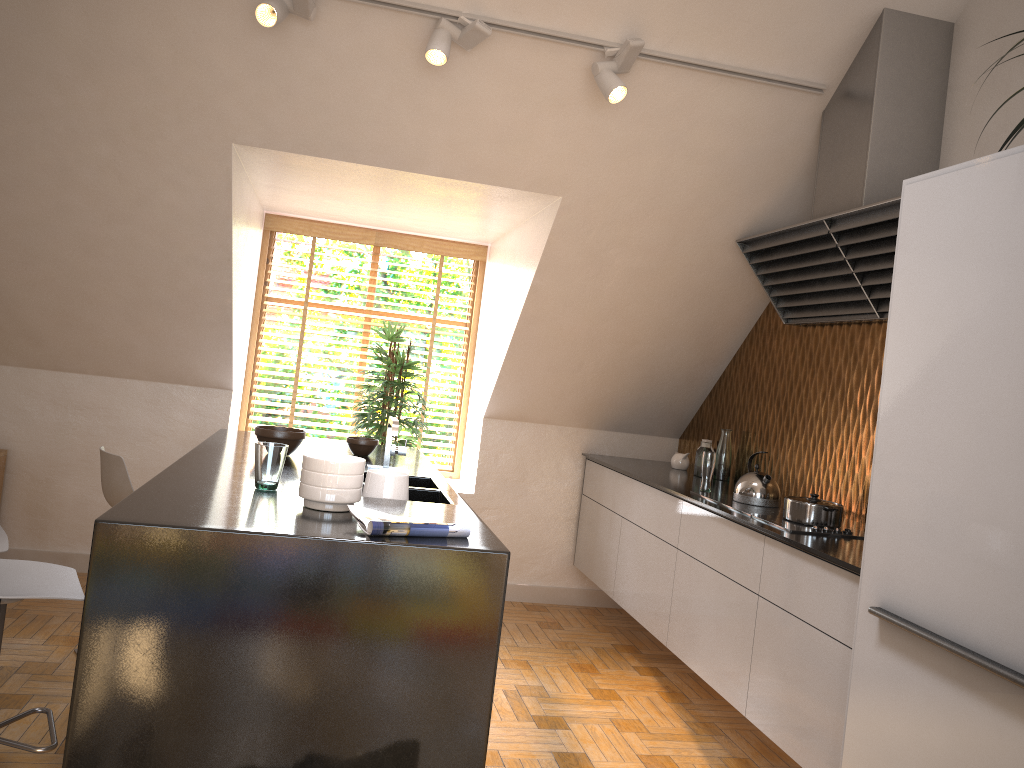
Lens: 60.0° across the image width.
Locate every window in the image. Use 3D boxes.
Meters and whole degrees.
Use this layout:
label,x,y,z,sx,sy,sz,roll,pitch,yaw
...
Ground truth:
label,x,y,z,sx,sy,sz,roll,pitch,yaw
window,-2.165,-1.130,1.205,7.775,4.470,8.635,7,0,-12

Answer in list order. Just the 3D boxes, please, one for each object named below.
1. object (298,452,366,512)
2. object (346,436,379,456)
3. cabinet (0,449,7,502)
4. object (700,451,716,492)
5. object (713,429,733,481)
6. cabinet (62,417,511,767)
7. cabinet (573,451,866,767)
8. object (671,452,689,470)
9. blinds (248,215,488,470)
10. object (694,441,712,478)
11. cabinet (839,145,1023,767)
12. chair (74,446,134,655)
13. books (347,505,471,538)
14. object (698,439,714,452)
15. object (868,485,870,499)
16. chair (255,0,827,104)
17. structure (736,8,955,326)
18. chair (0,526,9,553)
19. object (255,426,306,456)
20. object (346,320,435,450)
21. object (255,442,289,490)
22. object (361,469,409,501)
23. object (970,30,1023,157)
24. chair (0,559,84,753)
label,x,y,z,sx,sy,sz,roll,pitch,yaw
object,-0.528,0.287,2.595,0.181,0.147,0.181,7,0,-14
object,-0.680,0.285,4.013,0.145,0.075,0.146,7,0,-43
cabinet,-3.549,0.580,4.296,1.756,0.634,0.597,7,0,-11
object,0.906,0.407,4.109,0.062,0.184,0.062,7,-1,-22
object,1.146,0.381,4.790,0.088,0.274,0.089,8,-2,-34
cabinet,-0.774,0.674,3.350,0.999,1.136,2.438,7,0,-12
cabinet,1.015,0.740,3.974,0.623,0.916,3.092,7,1,-12
object,0.973,0.439,5.123,0.107,0.106,0.178,7,0,15
blinds,-0.951,-0.244,5.734,1.428,1.486,0.070,7,-2,-11
object,1.042,0.410,4.817,0.068,0.191,0.100,7,-1,-12
cabinet,1.491,0.540,1.287,0.824,2.004,2.252,7,0,-12
chair,-1.529,0.714,3.674,0.428,0.867,0.404,8,-1,-38
books,-0.285,0.374,2.404,0.281,0.044,0.223,6,1,-29
object,1.098,0.413,5.045,0.068,0.191,0.100,7,-1,-12
object,1.386,0.475,3.379,0.062,0.184,0.062,7,-1,-22
chair,-0.208,-0.029,1.346,3.486,2.688,4.021,7,0,-11
structure,1.463,-0.856,3.571,0.420,1.177,1.539,7,0,-12
chair,-1.880,0.685,2.831,0.402,0.872,0.430,8,-2,-44
object,-0.965,0.238,3.676,0.205,0.106,0.206,7,0,-43
object,-0.723,0.108,5.417,0.517,0.977,0.555,7,-1,-16
object,-0.765,0.259,2.788,0.103,0.141,0.104,7,-1,-22
object,-0.432,0.414,2.995,0.190,0.232,0.190,6,-1,41
object,1.478,-0.775,1.983,0.922,0.584,1.017,7,0,6
chair,-1.449,0.742,2.441,0.429,0.867,0.404,8,-1,-31
